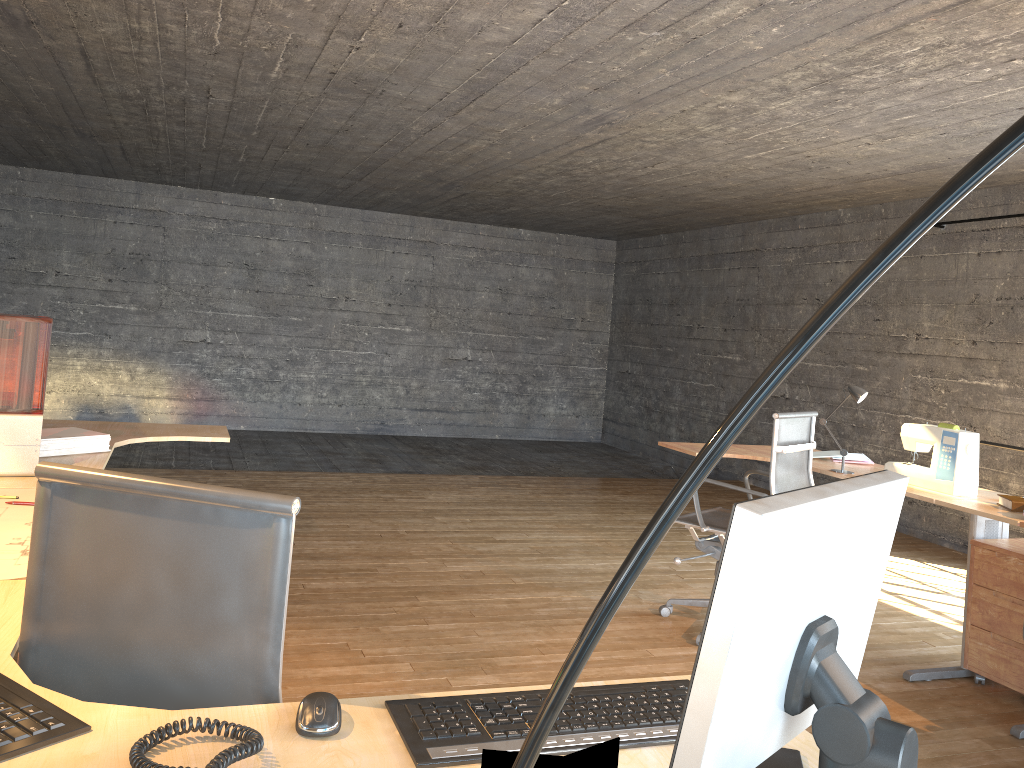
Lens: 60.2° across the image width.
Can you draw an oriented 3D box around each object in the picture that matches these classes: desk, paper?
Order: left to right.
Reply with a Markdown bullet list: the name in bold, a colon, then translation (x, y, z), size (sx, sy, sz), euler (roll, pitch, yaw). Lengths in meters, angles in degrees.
- **desk**: translation (-1.618, 0.656, 2.004), size (3.250, 0.739, 3.482), euler (3, 4, -20)
- **paper**: translation (-1.209, 0.334, 1.985), size (0.580, 0.114, 0.854), euler (3, 4, -20)
- **desk**: translation (1.527, 0.840, 3.165), size (1.631, 0.739, 3.520), euler (4, 3, -19)

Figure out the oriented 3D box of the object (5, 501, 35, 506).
- **object**: translation (-1.204, 0.301, 2.215), size (0.125, 0.009, 0.012), euler (4, 2, -7)

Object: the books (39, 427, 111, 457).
- **books**: translation (-1.558, 0.195, 2.987), size (0.222, 0.058, 0.308), euler (7, 4, 30)

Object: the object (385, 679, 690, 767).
- **object**: translation (0.082, 0.466, 1.237), size (0.489, 0.011, 0.187), euler (3, 4, -20)

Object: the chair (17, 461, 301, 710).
- **chair**: translation (-0.577, 0.658, 1.088), size (0.654, 1.018, 0.683), euler (5, 0, 13)

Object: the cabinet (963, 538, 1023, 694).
- **cabinet**: translation (2.131, 0.952, 3.490), size (0.425, 0.573, 0.426), euler (5, 0, -23)

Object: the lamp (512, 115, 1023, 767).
- **lamp**: translation (1.215, 0.402, 0.109), size (6.256, 1.939, 0.384), euler (6, -1, 26)

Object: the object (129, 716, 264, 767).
- **object**: translation (-0.342, 0.417, 0.903), size (0.279, 0.081, 0.411), euler (5, 3, 11)

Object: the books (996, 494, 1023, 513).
- **books**: translation (2.052, 0.468, 3.431), size (0.291, 0.054, 0.260), euler (6, 4, 20)

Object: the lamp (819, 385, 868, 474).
- **lamp**: translation (1.546, 0.205, 4.128), size (0.105, 0.410, 0.208), euler (6, -1, -34)

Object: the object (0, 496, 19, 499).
- **object**: translation (-1.342, 0.288, 2.258), size (0.147, 0.007, 0.008), euler (4, 1, -11)

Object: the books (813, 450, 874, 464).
- **books**: translation (1.700, 0.371, 4.605), size (0.318, 0.044, 0.307), euler (6, 4, 14)

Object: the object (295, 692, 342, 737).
- **object**: translation (-0.255, 0.432, 1.171), size (0.059, 0.034, 0.101), euler (4, 3, -10)

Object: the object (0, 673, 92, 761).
- **object**: translation (-0.776, 0.401, 1.161), size (0.492, 0.011, 0.186), euler (7, 4, 35)

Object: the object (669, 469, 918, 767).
- **object**: translation (0.338, 0.310, 1.031), size (0.287, 0.391, 0.468), euler (5, 1, 40)

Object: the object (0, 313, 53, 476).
- **object**: translation (-1.525, 0.024, 2.588), size (0.269, 0.459, 0.223), euler (5, -1, -30)

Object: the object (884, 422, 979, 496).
- **object**: translation (1.833, 0.308, 3.858), size (0.136, 0.285, 0.404), euler (5, 1, -21)

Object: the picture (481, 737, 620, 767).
- **picture**: translation (0.044, 0.435, 0.923), size (0.158, 0.105, 0.032), euler (4, -1, -20)

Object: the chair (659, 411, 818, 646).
- **chair**: translation (1.041, 0.609, 3.995), size (0.687, 1.018, 0.650), euler (4, 0, 39)
